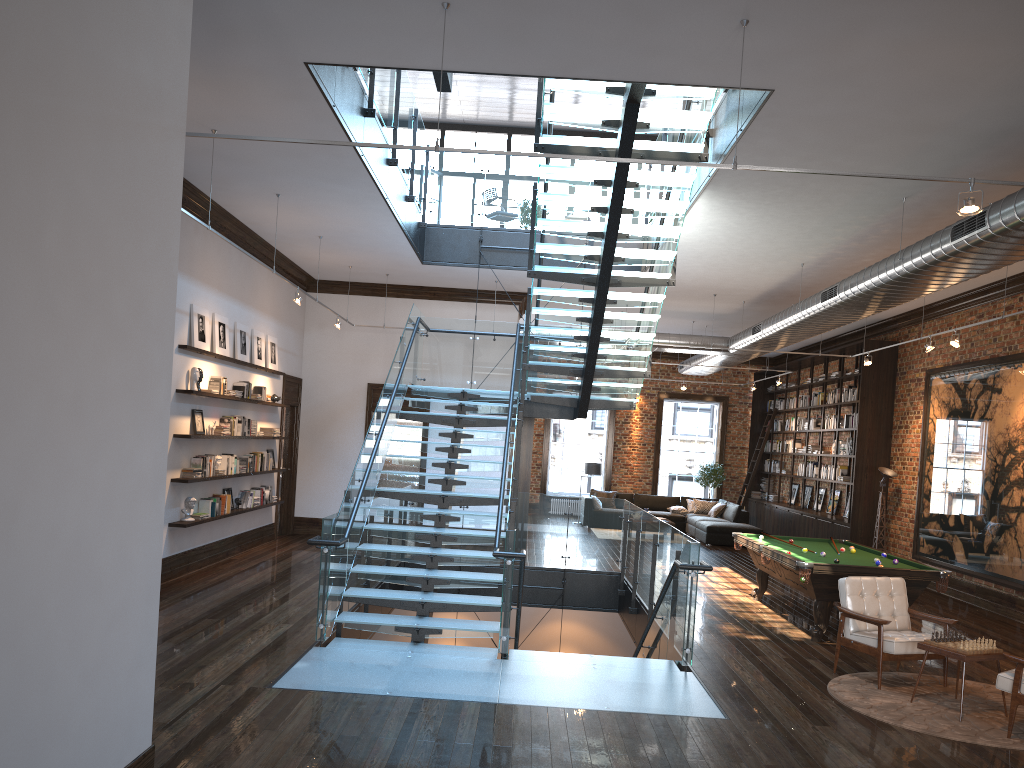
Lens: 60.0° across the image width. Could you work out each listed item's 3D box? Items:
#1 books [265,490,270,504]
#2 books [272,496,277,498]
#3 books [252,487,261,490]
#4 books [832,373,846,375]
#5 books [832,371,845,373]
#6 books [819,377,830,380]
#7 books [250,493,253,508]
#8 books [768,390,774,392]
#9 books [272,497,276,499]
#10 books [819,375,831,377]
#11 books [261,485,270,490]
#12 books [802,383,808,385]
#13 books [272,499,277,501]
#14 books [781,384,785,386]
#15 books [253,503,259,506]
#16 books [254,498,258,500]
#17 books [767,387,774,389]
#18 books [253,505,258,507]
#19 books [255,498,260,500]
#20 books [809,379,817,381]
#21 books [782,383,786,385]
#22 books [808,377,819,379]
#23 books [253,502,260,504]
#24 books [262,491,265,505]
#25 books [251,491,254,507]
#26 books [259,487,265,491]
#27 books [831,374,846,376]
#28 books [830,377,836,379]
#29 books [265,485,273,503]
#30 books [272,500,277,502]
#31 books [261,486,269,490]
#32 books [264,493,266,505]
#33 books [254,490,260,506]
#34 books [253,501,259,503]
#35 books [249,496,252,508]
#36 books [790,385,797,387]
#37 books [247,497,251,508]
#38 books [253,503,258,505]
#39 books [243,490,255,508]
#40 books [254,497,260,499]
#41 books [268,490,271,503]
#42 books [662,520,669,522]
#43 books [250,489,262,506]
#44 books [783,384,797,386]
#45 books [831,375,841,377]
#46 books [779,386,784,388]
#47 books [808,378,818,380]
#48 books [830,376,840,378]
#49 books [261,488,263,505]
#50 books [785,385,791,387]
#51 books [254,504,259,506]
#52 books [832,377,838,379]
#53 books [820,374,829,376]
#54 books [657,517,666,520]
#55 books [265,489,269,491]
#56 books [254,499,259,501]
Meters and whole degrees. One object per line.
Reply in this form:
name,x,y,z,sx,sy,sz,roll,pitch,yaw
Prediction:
books,-3.722,1.690,13.249,0.167,0.202,0.095,4,0,1
books,-3.732,1.739,13.700,0.152,0.013,0.195,4,-4,1
books,-3.745,1.641,12.956,0.134,0.255,0.011,4,1,1
books,6.599,-0.196,17.880,0.169,0.034,0.286,4,-4,-4
books,6.599,-0.237,17.879,0.188,0.017,0.276,3,-4,3
books,6.594,-0.108,18.598,0.193,0.030,0.313,4,-4,-4
books,-3.739,1.638,12.504,0.151,0.207,0.085,4,1,1
books,6.648,0.182,22.498,0.216,0.014,0.335,3,-4,4
books,-3.733,1.752,13.691,0.125,0.014,0.214,4,-4,1
books,6.596,-0.162,18.596,0.205,0.017,0.360,4,-4,-2
books,-3.742,1.670,13.453,0.130,0.262,0.060,4,1,1
books,6.614,0.004,19.724,0.191,0.015,0.374,4,-4,-2
books,-3.733,1.781,13.693,0.156,0.015,0.211,4,-4,1
books,6.671,0.027,21.549,0.163,0.017,0.380,4,-4,2
books,-3.746,1.728,12.756,0.141,0.011,0.288,4,-4,-3
books,-3.741,1.644,12.755,0.142,0.011,0.257,4,-4,-3
books,6.644,0.109,22.497,0.230,0.015,0.313,4,-4,-3
books,-3.750,1.750,12.756,0.142,0.011,0.257,4,-4,-2
books,-3.741,1.655,12.754,0.141,0.011,0.288,3,-4,5
books,6.619,-0.077,19.327,0.187,0.011,0.380,4,-4,2
books,6.666,0.007,21.549,0.164,0.022,0.257,3,-4,5
books,6.603,-0.118,19.327,0.215,0.015,0.320,4,-4,-2
books,-3.745,1.707,12.755,0.141,0.011,0.288,3,-4,5
books,-3.725,1.672,13.023,0.176,0.203,0.034,4,1,1
books,-3.744,1.629,12.527,0.157,0.233,0.107,4,0,1
books,-3.737,1.656,13.147,0.124,0.250,0.013,4,1,1
books,6.579,-0.170,17.881,0.216,0.020,0.234,4,-4,-2
books,6.579,-0.120,17.882,0.217,0.010,0.342,4,-4,0
books,-3.729,1.676,13.517,0.156,0.258,0.042,4,1,1
books,-3.726,1.805,13.720,0.124,0.013,0.158,4,-4,1
books,-3.737,1.669,13.377,0.122,0.253,0.013,4,1,1
books,-3.726,1.695,13.127,0.161,0.170,0.027,4,1,1
books,-3.740,1.653,12.910,0.142,0.225,0.012,4,1,1
books,-3.745,1.696,12.755,0.142,0.011,0.257,4,-4,-3
books,-3.750,1.659,12.478,0.152,0.164,0.079,4,0,1
books,6.622,0.055,20.617,0.206,0.018,0.324,4,-4,-2
books,-3.747,1.656,12.438,0.137,0.158,0.108,4,0,1
books,-3.754,1.717,12.756,0.141,0.011,0.286,4,-4,0
books,-3.735,1.627,12.548,0.165,0.235,0.094,4,1,1
books,-3.740,1.634,12.754,0.141,0.011,0.288,3,-4,5
books,-3.720,1.700,13.398,0.151,0.197,0.029,4,1,1
books,3.155,2.910,18.792,0.262,0.024,0.205,5,-4,-22
books,-3.737,1.651,12.922,0.162,0.230,0.011,4,1,1
books,6.632,0.025,21.157,0.216,0.018,0.376,4,-4,-1
books,6.581,-0.156,17.881,0.206,0.009,0.334,3,-4,4
books,6.628,0.089,21.551,0.229,0.034,0.273,3,-4,5
books,6.606,-0.103,19.327,0.199,0.017,0.303,4,-4,-4
books,6.572,-0.133,17.882,0.227,0.015,0.275,4,-4,-1
books,-3.733,1.648,13.001,0.164,0.247,0.011,4,1,1
books,6.634,0.047,21.158,0.205,0.024,0.249,3,-4,5
books,-3.753,1.739,12.756,0.142,0.011,0.256,4,-4,3
books,6.585,-0.109,17.882,0.191,0.011,0.353,3,-4,4
books,6.609,-0.182,18.596,0.192,0.009,0.306,4,-4,2
books,3.181,2.906,19.131,0.205,0.028,0.263,1,-4,33
books,-3.737,1.687,13.309,0.132,0.211,0.094,4,0,1
books,-3.748,1.665,12.755,0.141,0.011,0.287,4,-4,3
